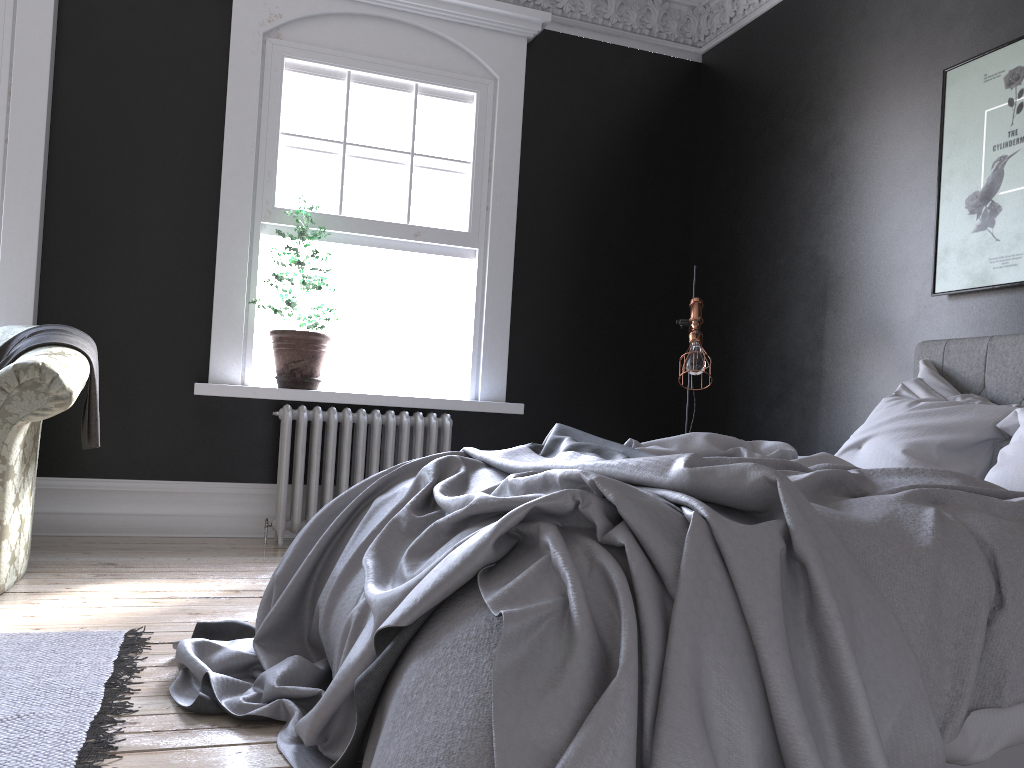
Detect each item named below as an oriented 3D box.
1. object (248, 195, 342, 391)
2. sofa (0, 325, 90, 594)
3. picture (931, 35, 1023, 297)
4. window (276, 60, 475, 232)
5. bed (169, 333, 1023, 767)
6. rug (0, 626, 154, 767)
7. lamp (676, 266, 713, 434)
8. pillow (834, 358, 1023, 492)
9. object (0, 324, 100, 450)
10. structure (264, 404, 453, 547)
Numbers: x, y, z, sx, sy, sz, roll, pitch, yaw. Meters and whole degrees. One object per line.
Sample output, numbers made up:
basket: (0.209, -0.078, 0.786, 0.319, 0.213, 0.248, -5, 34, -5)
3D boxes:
object: (-1.257, -0.534, 5.292, 0.474, 1.133, 0.506, 3, -1, 20)
sofa: (-3.323, 0.217, 3.800, 2.814, 1.160, 1.606, 4, -2, -19)
picture: (2.151, -0.956, 3.828, 0.014, 1.078, 0.791, 4, -1, -19)
window: (-0.846, -1.442, 5.587, 1.263, 1.017, 0.056, 4, -1, -19)
bed: (0.738, 0.337, 2.912, 3.285, 1.298, 2.765, 4, -2, -31)
rug: (-2.640, 0.721, 1.562, 3.646, 0.050, 2.106, 4, -2, -19)
lamp: (1.111, 0.200, 5.462, 0.437, 1.778, 1.719, 3, -1, 19)
pillow: (1.814, 0.226, 3.231, 0.680, 0.759, 1.830, 4, -2, -20)
object: (-2.435, -0.003, 4.221, 1.366, 0.585, 0.517, 2, -2, 30)
structure: (-0.889, 0.571, 5.363, 1.141, 0.848, 0.276, 4, -1, -19)
